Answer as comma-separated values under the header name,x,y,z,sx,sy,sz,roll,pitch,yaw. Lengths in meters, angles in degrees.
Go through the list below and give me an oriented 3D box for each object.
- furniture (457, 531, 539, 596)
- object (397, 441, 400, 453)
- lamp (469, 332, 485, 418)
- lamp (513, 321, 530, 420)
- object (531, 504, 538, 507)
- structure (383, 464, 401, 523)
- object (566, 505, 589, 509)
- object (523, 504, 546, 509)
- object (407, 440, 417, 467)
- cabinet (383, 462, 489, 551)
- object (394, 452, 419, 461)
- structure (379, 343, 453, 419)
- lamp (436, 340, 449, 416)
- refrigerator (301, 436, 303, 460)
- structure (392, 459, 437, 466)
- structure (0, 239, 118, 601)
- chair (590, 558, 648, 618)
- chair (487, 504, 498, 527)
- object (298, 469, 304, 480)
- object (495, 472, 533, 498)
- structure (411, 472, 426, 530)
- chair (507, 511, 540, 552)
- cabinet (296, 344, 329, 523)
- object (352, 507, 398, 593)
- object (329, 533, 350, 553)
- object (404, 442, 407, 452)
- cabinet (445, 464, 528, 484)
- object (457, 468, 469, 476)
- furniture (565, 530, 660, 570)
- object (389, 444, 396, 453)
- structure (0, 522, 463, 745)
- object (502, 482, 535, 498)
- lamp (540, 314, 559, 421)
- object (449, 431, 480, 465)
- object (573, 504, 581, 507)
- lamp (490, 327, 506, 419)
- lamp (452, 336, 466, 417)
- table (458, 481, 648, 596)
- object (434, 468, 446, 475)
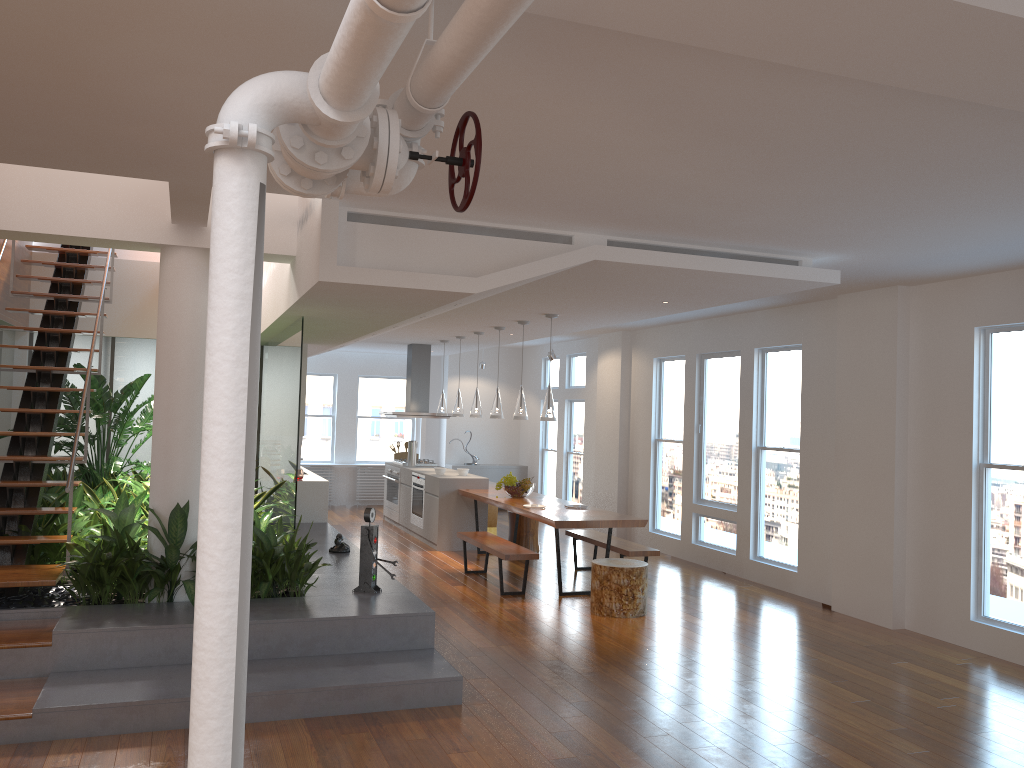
name,x,y,z,sx,sy,sz,roll,pitch,yaw
furniture,-0.166,1.677,8.312,0.316,0.389,1.433,3,-2,-20
object,-1.651,0.982,12.871,0.055,0.299,0.027,3,-2,-20
lamp,-0.398,-0.142,10.264,0.160,1.060,0.160,2,-2,7
lamp,0.104,-0.171,8.908,0.160,1.060,0.160,2,-2,7
object,0.218,1.167,8.479,0.079,0.030,0.070,1,-2,33
structure,-1.421,1.525,12.446,0.649,0.735,0.890,3,-2,-20
object,0.629,1.190,8.580,0.222,0.020,0.222,3,-2,-28
object,0.217,1.174,8.479,0.222,0.020,0.222,1,-2,20
object,-1.343,0.945,12.011,0.120,0.356,0.172,1,-2,28
cabinet,-1.069,1.534,11.607,0.597,0.832,2.936,3,-2,-20
object,-1.538,1.067,12.900,0.353,0.157,0.084,3,-2,-20
structure,-1.319,-0.228,12.505,0.909,1.405,0.900,3,-2,-20
lamp,-0.899,-0.113,11.620,0.160,1.060,0.160,2,-2,7
refrigerator,-3.266,0.991,12.230,0.725,1.772,0.908,3,-2,-20
structure,-1.372,1.102,12.485,0.520,0.073,0.650,3,-2,-20
structure,-3.044,-0.513,7.549,2.552,4.265,4.591,3,-2,-20
chair,0.879,1.666,7.271,0.460,0.400,0.460,2,-2,-10
chair,-0.437,1.786,12.572,0.344,0.430,0.549,2,-2,-16
object,-2.301,0.978,9.591,0.094,0.106,0.094,2,-2,-15
object,0.040,1.075,9.470,0.292,0.284,0.394,1,-2,34
structure,-1.163,1.443,11.038,0.072,0.648,0.644,3,-2,-20
chair,0.137,1.726,10.424,0.396,0.455,0.402,3,-2,-30
cabinet,-3.053,0.759,11.521,0.676,2.280,4.565,3,-2,-20
object,-0.897,1.118,5.958,0.318,0.565,0.134,1,-2,16
object,-1.483,1.354,7.566,0.181,0.155,0.216,0,-2,34
object,-1.539,0.988,12.912,0.061,0.299,0.040,3,-2,-23
cabinet,-0.431,1.702,14.667,1.309,0.725,0.420,3,-2,-20
object,-0.588,1.060,10.645,0.152,0.082,0.152,1,-2,30
furniture,0.953,1.726,8.724,0.316,0.389,1.433,3,-2,-20
object,-1.685,0.998,12.856,0.199,0.259,0.016,2,-2,-10
structure,-2.682,1.565,6.931,3.088,0.386,5.584,3,-2,-20
object,0.067,1.138,9.464,0.360,0.159,0.360,1,-2,33
lamp,0.354,-0.186,8.230,0.160,1.060,0.160,2,-2,7
object,-0.756,1.042,14.514,0.210,0.563,0.590,0,-3,41
object,0.629,1.184,8.580,0.079,0.030,0.070,1,-2,23
lamp,-0.147,-0.157,9.586,0.160,1.060,0.160,2,-2,7
lamp,-0.648,-0.127,10.942,0.160,1.060,0.160,2,-2,7
table,-0.274,1.583,10.411,0.893,0.704,5.996,3,-2,-20
object,-0.865,1.052,10.675,0.152,0.082,0.152,1,-2,19
